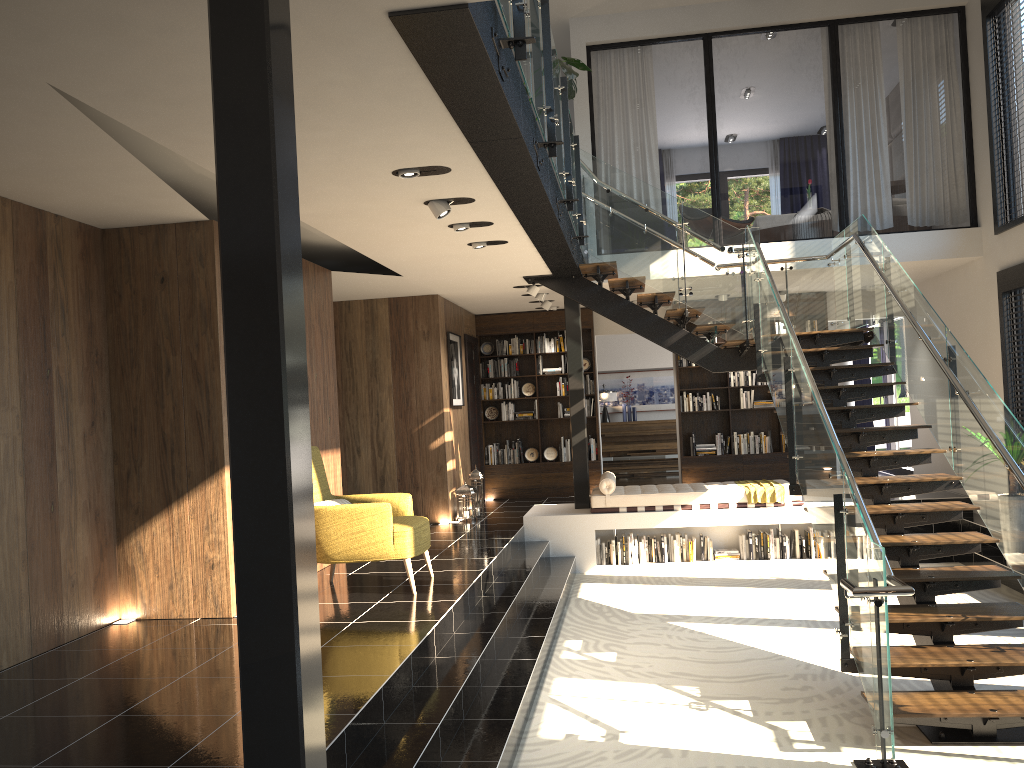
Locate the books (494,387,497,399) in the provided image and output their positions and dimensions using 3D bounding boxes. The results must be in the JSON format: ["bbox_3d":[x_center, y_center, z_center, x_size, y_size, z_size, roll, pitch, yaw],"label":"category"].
[{"bbox_3d":[-0.228,0.132,12.940,0.035,0.180,0.165,-3,-1,8],"label":"books"}]

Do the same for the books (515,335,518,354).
[{"bbox_3d":[0.073,-0.563,12.882,0.012,0.278,0.228,-3,-1,8],"label":"books"}]

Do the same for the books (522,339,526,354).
[{"bbox_3d":[0.181,-0.538,12.915,0.030,0.217,0.165,-3,-1,8],"label":"books"}]

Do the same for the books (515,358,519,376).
[{"bbox_3d":[0.077,-0.243,12.915,0.035,0.266,0.133,-3,-1,8],"label":"books"}]

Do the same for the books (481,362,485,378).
[{"bbox_3d":[-0.418,-0.198,12.968,0.023,0.231,0.143,-3,-1,8],"label":"books"}]

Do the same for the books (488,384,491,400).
[{"bbox_3d":[-0.325,0.113,12.987,0.018,0.232,0.123,-3,-1,8],"label":"books"}]

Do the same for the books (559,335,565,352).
[{"bbox_3d":[0.733,-0.583,12.851,0.064,0.247,0.209,-3,-1,8],"label":"books"}]

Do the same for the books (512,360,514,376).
[{"bbox_3d":[0.023,-0.228,12.917,0.024,0.242,0.144,-3,-1,8],"label":"books"}]

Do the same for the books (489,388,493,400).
[{"bbox_3d":[-0.299,0.142,12.964,0.037,0.169,0.148,-3,-1,8],"label":"books"}]

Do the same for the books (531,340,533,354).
[{"bbox_3d":[0.297,-0.538,12.863,0.023,0.202,0.201,-3,-1,8],"label":"books"}]

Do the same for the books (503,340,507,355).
[{"bbox_3d":[-0.093,-0.522,12.941,0.059,0.216,0.159,-3,-1,8],"label":"books"}]

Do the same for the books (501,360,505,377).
[{"bbox_3d":[-0.127,-0.226,12.938,0.032,0.255,0.160,-3,-1,8],"label":"books"}]

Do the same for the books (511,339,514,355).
[{"bbox_3d":[0.025,-0.536,12.902,0.039,0.230,0.205,-3,-1,8],"label":"books"}]

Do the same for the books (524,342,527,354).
[{"bbox_3d":[0.207,-0.517,12.877,0.029,0.172,0.187,-3,-1,8],"label":"books"}]

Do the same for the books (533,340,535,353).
[{"bbox_3d":[0.326,-0.534,12.893,0.024,0.194,0.182,-3,-1,8],"label":"books"}]

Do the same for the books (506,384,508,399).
[{"bbox_3d":[-0.067,0.110,12.898,0.016,0.205,0.204,-3,-1,8],"label":"books"}]

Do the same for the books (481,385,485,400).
[{"bbox_3d":[-0.417,0.121,12.988,0.030,0.224,0.166,-3,-1,8],"label":"books"}]

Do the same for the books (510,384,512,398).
[{"bbox_3d":[0.004,0.103,12.928,0.027,0.214,0.159,-3,-1,8],"label":"books"}]

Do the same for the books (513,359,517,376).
[{"bbox_3d":[0.047,-0.239,12.918,0.025,0.263,0.147,-3,-1,8],"label":"books"}]

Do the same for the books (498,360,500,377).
[{"bbox_3d":[-0.172,-0.224,12.937,0.018,0.256,0.172,-3,-1,8],"label":"books"}]

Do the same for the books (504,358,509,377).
[{"bbox_3d":[-0.074,-0.238,12.913,0.033,0.273,0.189,-3,-1,8],"label":"books"}]

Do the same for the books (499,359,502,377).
[{"bbox_3d":[-0.156,-0.229,12.916,0.019,0.264,0.175,-3,-1,8],"label":"books"}]

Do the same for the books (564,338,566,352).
[{"bbox_3d":[0.775,-0.560,12.834,0.021,0.197,0.200,-3,-1,8],"label":"books"}]

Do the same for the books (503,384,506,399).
[{"bbox_3d":[-0.097,0.107,12.937,0.053,0.216,0.151,-3,-1,8],"label":"books"}]

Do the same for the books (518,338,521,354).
[{"bbox_3d":[0.115,-0.543,12.912,0.020,0.235,0.206,-3,-1,8],"label":"books"}]

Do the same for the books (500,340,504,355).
[{"bbox_3d":[-0.137,-0.523,12.939,0.026,0.222,0.202,-3,-1,8],"label":"books"}]

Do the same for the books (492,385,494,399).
[{"bbox_3d":[-0.270,0.122,12.981,0.018,0.208,0.126,-3,-1,8],"label":"books"}]

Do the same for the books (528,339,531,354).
[{"bbox_3d":[0.268,-0.541,12.881,0.039,0.212,0.172,-3,-1,8],"label":"books"}]

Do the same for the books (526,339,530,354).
[{"bbox_3d":[0.236,-0.538,12.893,0.027,0.212,0.180,-3,-1,8],"label":"books"}]

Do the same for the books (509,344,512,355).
[{"bbox_3d":[-0.007,-0.497,12.924,0.035,0.156,0.186,-3,-1,8],"label":"books"}]

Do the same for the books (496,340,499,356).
[{"bbox_3d":[-0.200,-0.525,12.959,0.017,0.234,0.200,-3,-1,8],"label":"books"}]

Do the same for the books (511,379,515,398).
[{"bbox_3d":[0.021,0.066,12.901,0.018,0.284,0.198,-3,-1,8],"label":"books"}]

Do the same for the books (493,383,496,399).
[{"bbox_3d":[-0.253,0.107,12.972,0.019,0.236,0.139,-3,-1,8],"label":"books"}]

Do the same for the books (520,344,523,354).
[{"bbox_3d":[0.149,-0.501,12.929,0.040,0.149,0.125,-3,-1,8],"label":"books"}]

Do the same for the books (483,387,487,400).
[{"bbox_3d":[-0.379,0.135,12.977,0.045,0.192,0.164,-3,-1,8],"label":"books"}]

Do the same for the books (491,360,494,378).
[{"bbox_3d":[-0.274,-0.224,12.938,0.022,0.267,0.198,-3,-1,8],"label":"books"}]

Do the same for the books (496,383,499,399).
[{"bbox_3d":[-0.192,0.104,12.950,0.036,0.235,0.169,-3,-1,8],"label":"books"}]

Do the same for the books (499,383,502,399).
[{"bbox_3d":[-0.165,0.100,12.926,0.026,0.237,0.164,-3,-1,8],"label":"books"}]

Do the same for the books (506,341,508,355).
[{"bbox_3d":[-0.056,-0.522,12.942,0.014,0.212,0.184,-3,-1,8],"label":"books"}]

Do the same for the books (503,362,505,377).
[{"bbox_3d":[-0.099,-0.210,12.931,0.024,0.220,0.123,-3,-1,8],"label":"books"}]

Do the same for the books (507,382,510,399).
[{"bbox_3d":[-0.046,0.091,12.922,0.020,0.243,0.154,-3,-1,8],"label":"books"}]

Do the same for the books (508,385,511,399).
[{"bbox_3d":[-0.024,0.114,12.907,0.025,0.193,0.172,-3,-1,8],"label":"books"}]

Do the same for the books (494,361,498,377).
[{"bbox_3d":[-0.219,-0.215,12.916,0.039,0.243,0.179,-3,-1,8],"label":"books"}]

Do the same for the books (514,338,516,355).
[{"bbox_3d":[0.055,-0.543,12.885,0.025,0.239,0.220,-3,-1,8],"label":"books"}]

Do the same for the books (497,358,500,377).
[{"bbox_3d":[-0.189,-0.239,12.942,0.015,0.287,0.154,-3,-1,8],"label":"books"}]

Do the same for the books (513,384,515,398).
[{"bbox_3d":[0.043,0.102,12.913,0.018,0.210,0.157,-3,-1,8],"label":"books"}]

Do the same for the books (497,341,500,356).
[{"bbox_3d":[-0.184,-0.518,12.920,0.024,0.216,0.210,-3,-1,8],"label":"books"}]

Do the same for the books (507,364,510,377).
[{"bbox_3d":[-0.046,-0.197,12.897,0.025,0.188,0.181,-3,-1,8],"label":"books"}]

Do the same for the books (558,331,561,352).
[{"bbox_3d":[0.686,-0.609,12.815,0.015,0.303,0.252,-3,-1,8],"label":"books"}]

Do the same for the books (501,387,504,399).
[{"bbox_3d":[-0.135,0.134,12.934,0.026,0.167,0.173,-3,-1,8],"label":"books"}]

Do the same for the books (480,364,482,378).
[{"bbox_3d":[-0.437,-0.188,12.990,0.023,0.215,0.148,-3,-1,8],"label":"books"}]

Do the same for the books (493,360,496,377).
[{"bbox_3d":[-0.249,-0.222,12.940,0.027,0.260,0.181,-3,-1,8],"label":"books"}]

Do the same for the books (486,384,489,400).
[{"bbox_3d":[-0.351,0.112,12.943,0.022,0.235,0.194,-3,-1,8],"label":"books"}]

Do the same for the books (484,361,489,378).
[{"bbox_3d":[-0.372,-0.212,12.982,0.066,0.255,0.127,-3,-1,8],"label":"books"}]

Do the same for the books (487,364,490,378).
[{"bbox_3d":[-0.329,-0.189,12.950,0.025,0.204,0.192,-3,-1,8],"label":"books"}]

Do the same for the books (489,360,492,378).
[{"bbox_3d":[-0.301,-0.216,12.945,0.035,0.255,0.183,-3,-1,8],"label":"books"}]

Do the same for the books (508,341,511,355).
[{"bbox_3d":[-0.035,-0.518,12.956,0.025,0.203,0.156,-3,-1,8],"label":"books"}]

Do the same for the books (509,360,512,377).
[{"bbox_3d":[-0.016,-0.224,12.930,0.028,0.240,0.148,-3,-1,8],"label":"books"}]

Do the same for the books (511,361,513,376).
[{"bbox_3d":[0.004,-0.221,12.914,0.014,0.230,0.172,-3,-1,8],"label":"books"}]

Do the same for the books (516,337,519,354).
[{"bbox_3d":[0.093,-0.547,12.904,0.020,0.245,0.228,-3,-1,8],"label":"books"}]
